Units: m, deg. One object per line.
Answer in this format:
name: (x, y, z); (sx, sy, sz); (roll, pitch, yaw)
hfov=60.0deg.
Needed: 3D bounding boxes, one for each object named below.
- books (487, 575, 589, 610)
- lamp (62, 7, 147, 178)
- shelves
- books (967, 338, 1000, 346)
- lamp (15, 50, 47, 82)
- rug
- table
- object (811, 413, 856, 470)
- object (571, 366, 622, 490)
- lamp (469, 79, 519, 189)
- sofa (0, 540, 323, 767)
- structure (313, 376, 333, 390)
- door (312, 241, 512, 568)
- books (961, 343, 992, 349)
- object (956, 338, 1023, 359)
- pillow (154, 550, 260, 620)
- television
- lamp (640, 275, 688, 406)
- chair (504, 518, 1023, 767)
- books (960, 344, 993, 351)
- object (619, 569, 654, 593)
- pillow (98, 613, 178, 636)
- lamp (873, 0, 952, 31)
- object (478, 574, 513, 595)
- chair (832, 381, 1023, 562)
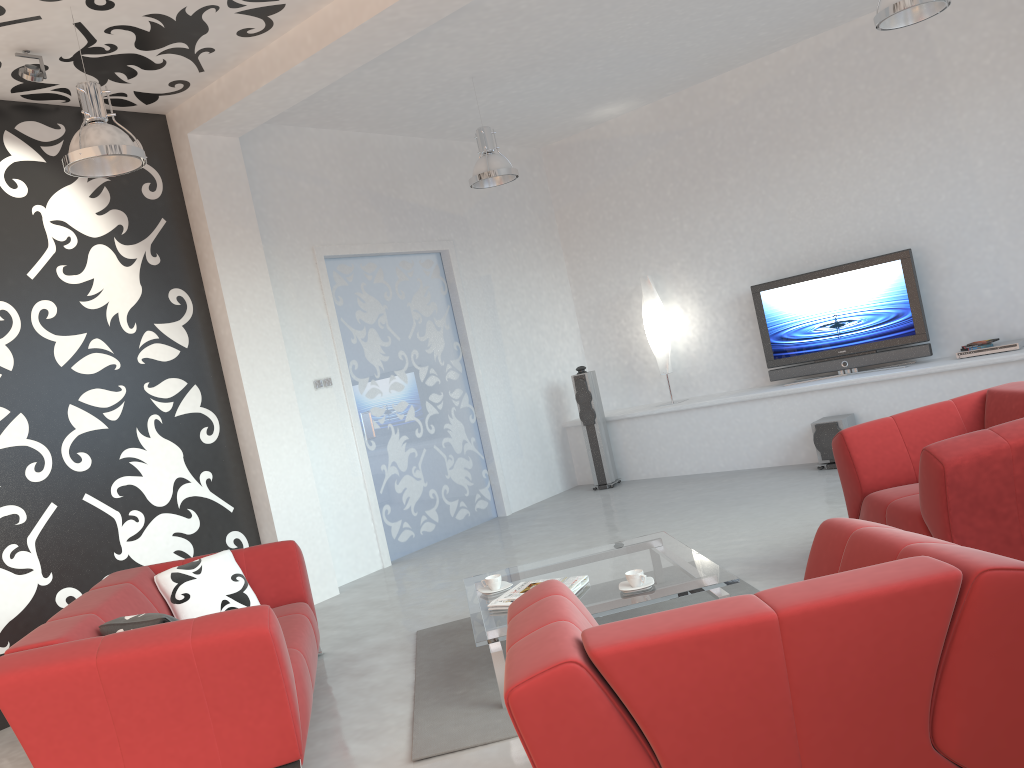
books: (0.131, 0.933, 3.979); (0.367, 0.035, 0.345); (-12, 1, 30)
lamp: (-2.075, -1.458, 4.342); (0.379, 0.800, 0.379); (-11, 1, 32)
shelves: (2.787, -0.038, 7.418); (5.500, 0.050, 0.650); (-11, 2, 40)
books: (3.616, -0.321, 6.808); (0.135, 0.015, 0.190); (-13, 2, -40)
lamp: (-2.553, -1.677, 4.698); (0.118, 0.176, 0.112); (-12, 1, -8)
rug: (0.383, 1.188, 4.132); (1.700, 0.025, 1.700); (-12, 1, -5)
table: (0.364, 1.043, 4.130); (1.097, 0.286, 1.162); (-12, 1, -5)
object: (2.589, 0.460, 7.076); (0.336, 0.374, 0.337); (-11, 2, 40)
object: (0.788, 0.404, 8.479); (0.255, 1.184, 0.273); (-12, 1, 25)
lamp: (-0.216, -1.910, 6.652); (0.379, 0.800, 0.379); (-11, 2, 36)
sofa: (-1.362, 1.198, 3.862); (0.951, 0.738, 1.929); (-12, 1, -10)
structure: (-1.429, -0.007, 6.714); (0.016, 0.080, 0.170); (-11, 2, 40)
door: (-0.853, 0.081, 7.546); (0.240, 2.550, 1.600); (-11, 2, 40)
books: (3.584, -0.299, 6.844); (0.190, 0.015, 0.135); (-12, 1, 20)
object: (3.679, -0.274, 6.803); (0.430, 0.045, 0.352); (-11, 2, 40)
pillow: (-1.493, 1.035, 4.364); (0.402, 0.343, 0.288); (-13, 2, -43)
television: (2.752, -0.528, 7.501); (1.356, 0.919, 0.343); (-11, 2, 40)
lamp: (1.411, -0.424, 8.493); (0.263, 1.239, 0.263); (-11, 1, 31)
chair: (0.607, 0.808, 2.269); (1.288, 0.738, 0.951); (-12, 1, 0)
books: (3.585, -0.284, 6.842); (0.190, 0.015, 0.135); (-12, 1, 5)
object: (0.526, 0.835, 3.778); (0.153, 0.069, 0.153); (-12, 1, 6)
pillow: (-1.318, 1.018, 3.382); (0.402, 0.343, 0.288); (-11, 1, 32)
lamp: (2.058, -2.360, 4.734); (0.379, 0.800, 0.379); (-12, 1, -11)
object: (-0.083, 0.956, 4.244); (0.153, 0.069, 0.153); (-13, 1, -24)
chair: (2.101, 0.448, 3.929); (0.951, 0.738, 1.288); (-12, 1, 0)
